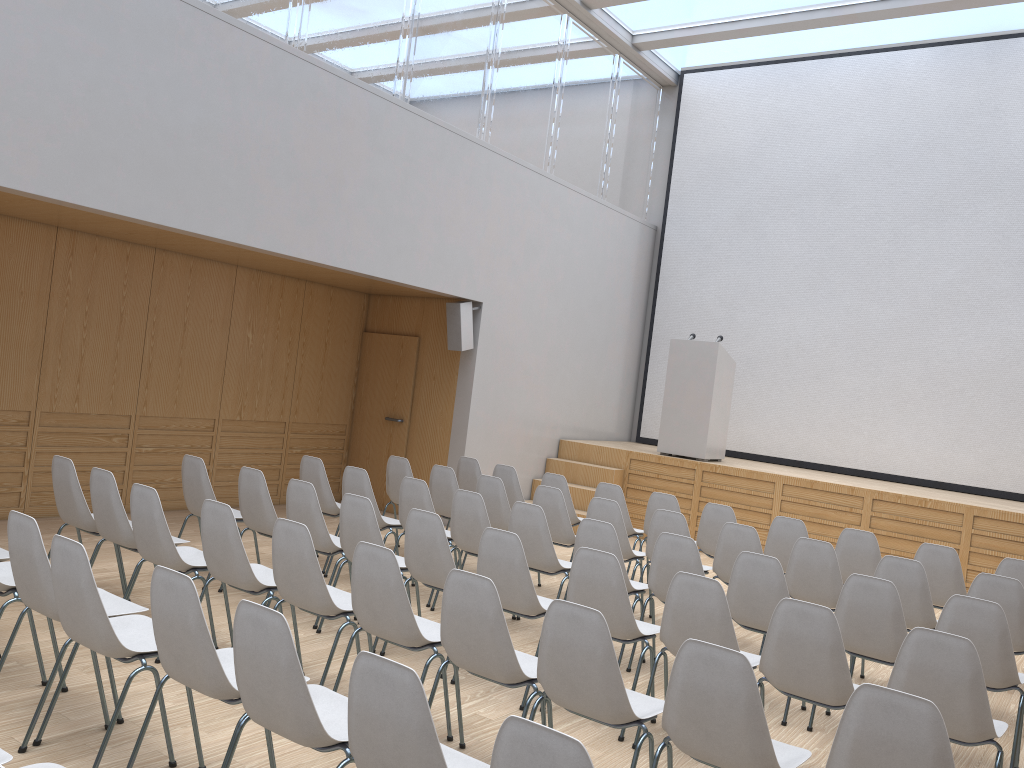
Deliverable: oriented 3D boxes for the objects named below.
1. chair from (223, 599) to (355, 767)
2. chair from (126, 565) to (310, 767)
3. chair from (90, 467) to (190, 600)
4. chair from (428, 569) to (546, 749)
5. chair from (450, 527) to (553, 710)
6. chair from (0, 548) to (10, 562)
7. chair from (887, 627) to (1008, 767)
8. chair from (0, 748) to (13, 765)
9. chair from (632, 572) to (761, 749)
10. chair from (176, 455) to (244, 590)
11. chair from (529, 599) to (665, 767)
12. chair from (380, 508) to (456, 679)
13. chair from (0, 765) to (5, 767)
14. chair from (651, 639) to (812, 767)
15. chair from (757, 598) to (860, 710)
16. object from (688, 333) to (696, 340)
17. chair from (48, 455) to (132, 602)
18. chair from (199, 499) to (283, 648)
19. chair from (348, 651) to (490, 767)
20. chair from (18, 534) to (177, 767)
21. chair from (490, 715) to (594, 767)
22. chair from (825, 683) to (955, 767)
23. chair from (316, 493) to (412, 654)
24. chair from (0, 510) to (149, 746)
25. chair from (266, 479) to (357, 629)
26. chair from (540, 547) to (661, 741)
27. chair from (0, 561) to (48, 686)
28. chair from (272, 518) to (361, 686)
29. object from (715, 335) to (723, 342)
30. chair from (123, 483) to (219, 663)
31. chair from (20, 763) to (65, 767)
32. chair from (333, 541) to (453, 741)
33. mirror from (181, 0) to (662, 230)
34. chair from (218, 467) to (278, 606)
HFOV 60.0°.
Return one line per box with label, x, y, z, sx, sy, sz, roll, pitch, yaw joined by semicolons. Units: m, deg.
chair;-0.666;1.121;2.888;0.478;0.876;0.506;7;0;35
chair;-1.044;1.075;3.175;0.478;0.876;0.506;7;0;35
chair;-2.216;0.931;5.196;0.478;0.876;0.506;7;0;35
chair;-0.068;1.193;3.687;0.478;0.876;0.506;7;0;35
chair;0.037;1.205;4.784;0.478;0.876;0.506;7;0;35
chair;-2.777;0.863;4.393;0.478;0.876;0.506;7;0;35
chair;1.763;1.415;3.654;0.478;0.876;0.506;7;0;35
chair;-1.646;1.002;2.308;0.478;0.876;0.506;7;0;35
chair;0.930;1.314;4.205;0.478;0.876;0.506;7;0;35
chair;-2.092;0.945;6.280;0.478;0.876;0.506;7;0;35
chair;0.324;1.241;3.387;0.478;0.876;0.506;7;0;35
chair;-0.390;1.152;5.109;0.478;0.876;0.506;7;0;35
chair;-0.800;1.106;1.738;0.478;0.876;0.506;7;0;35
chair;0.747;1.292;3.065;0.478;0.876;0.506;7;0;35
chair;1.321;1.361;3.907;0.478;0.876;0.506;7;0;35
object;2.121;-0.462;10.578;0.166;0.305;0.252;7;0;7
chair;-2.588;0.885;5.492;0.478;0.876;0.506;7;0;35
chair;-1.370;1.034;4.602;0.478;0.876;0.506;7;0;35
chair;-0.237;1.173;2.537;0.478;0.876;0.506;7;0;35
chair;-1.530;1.015;3.446;0.478;0.876;0.506;7;0;35
chair;0.164;1.222;2.205;0.478;0.876;0.506;7;0;35
chair;1.220;1.350;2.804;0.478;0.876;0.506;7;0;35
chair;-0.814;1.101;5.381;0.478;0.876;0.506;7;0;35
chair;-1.879;0.973;3.775;0.478;0.876;0.506;7;0;35
chair;-1.218;1.051;5.715;0.478;0.876;0.506;7;0;35
chair;0.507;1.262;4.537;0.478;0.876;0.506;7;0;35
chair;-2.358;0.914;4.077;0.478;0.876;0.506;7;0;35
chair;-0.934;1.087;4.330;0.478;0.876;0.506;7;0;35
object;2.404;-0.427;10.379;0.166;0.305;0.252;7;0;7
chair;-1.822;0.979;4.820;0.478;0.876;0.506;7;0;35
chair;-1.199;1.057;2.077;0.478;0.876;0.506;7;0;35
chair;-0.494;1.141;4.009;0.478;0.876;0.506;7;0;35
mirror;-2.959;-3.866;5.512;0.253;2.090;17.830;7;0;35
chair;-1.615;1.003;6.016;0.478;0.876;0.506;7;0;35
